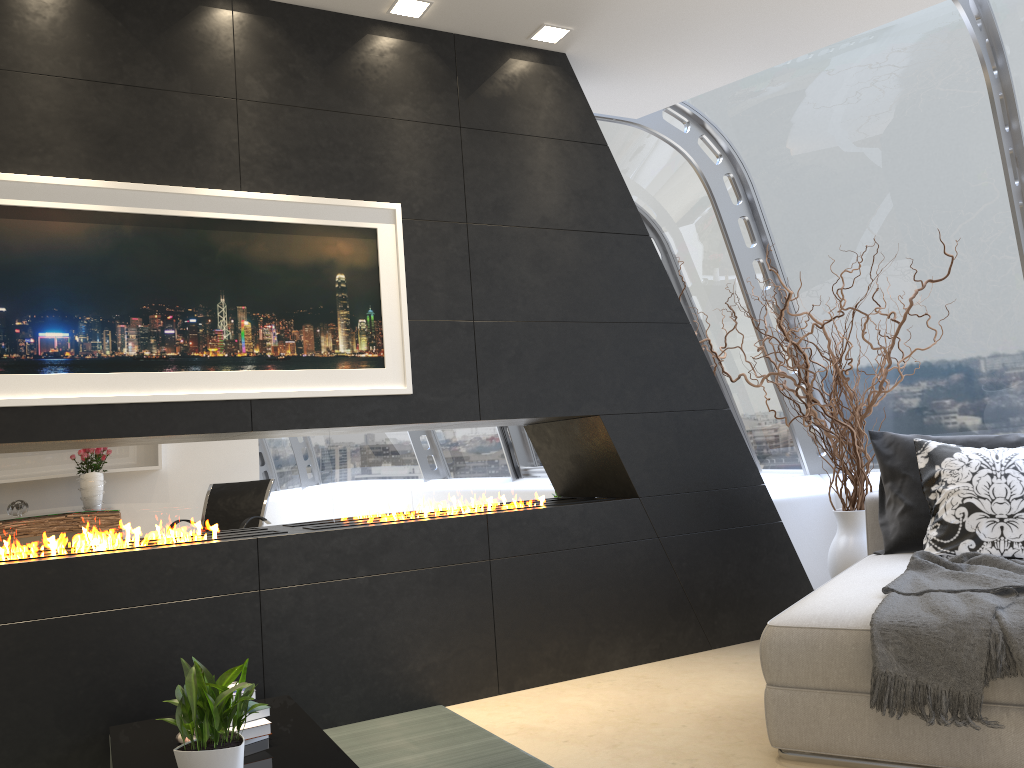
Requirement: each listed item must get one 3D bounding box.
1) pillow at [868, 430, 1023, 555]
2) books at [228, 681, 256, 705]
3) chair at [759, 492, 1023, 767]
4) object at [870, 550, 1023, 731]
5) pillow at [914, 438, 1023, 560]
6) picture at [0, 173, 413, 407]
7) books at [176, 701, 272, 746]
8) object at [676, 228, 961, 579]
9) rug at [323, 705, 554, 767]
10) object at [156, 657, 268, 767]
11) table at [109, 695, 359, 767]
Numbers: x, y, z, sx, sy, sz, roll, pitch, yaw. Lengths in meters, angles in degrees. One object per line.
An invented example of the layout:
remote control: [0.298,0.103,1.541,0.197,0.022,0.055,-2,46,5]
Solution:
pillow: [2.135,0.461,3.899,1.070,0.597,0.510,-7,-6,32]
books: [-0.892,0.954,2.719,0.154,0.027,0.185,0,-6,-37]
chair: [1.806,0.802,3.345,1.176,0.690,2.068,-7,-6,32]
object: [1.599,0.736,2.721,0.825,0.359,1.024,-7,-5,30]
pillow: [2.000,0.466,3.627,0.683,0.528,0.431,-6,-5,26]
picture: [-1.355,-0.334,3.221,2.068,0.804,0.025,-2,-5,-28]
books: [-0.873,1.028,2.702,0.223,0.126,0.307,0,-6,-39]
object: [1.672,0.264,5.071,1.508,2.059,1.370,-2,-5,-27]
rug: [-0.710,1.212,2.047,2.194,0.012,2.923,-2,-5,-27]
object: [-0.738,0.856,2.203,0.284,0.369,0.215,-8,-6,40]
table: [-0.647,1.126,2.199,0.594,0.187,1.982,-2,-5,-26]
